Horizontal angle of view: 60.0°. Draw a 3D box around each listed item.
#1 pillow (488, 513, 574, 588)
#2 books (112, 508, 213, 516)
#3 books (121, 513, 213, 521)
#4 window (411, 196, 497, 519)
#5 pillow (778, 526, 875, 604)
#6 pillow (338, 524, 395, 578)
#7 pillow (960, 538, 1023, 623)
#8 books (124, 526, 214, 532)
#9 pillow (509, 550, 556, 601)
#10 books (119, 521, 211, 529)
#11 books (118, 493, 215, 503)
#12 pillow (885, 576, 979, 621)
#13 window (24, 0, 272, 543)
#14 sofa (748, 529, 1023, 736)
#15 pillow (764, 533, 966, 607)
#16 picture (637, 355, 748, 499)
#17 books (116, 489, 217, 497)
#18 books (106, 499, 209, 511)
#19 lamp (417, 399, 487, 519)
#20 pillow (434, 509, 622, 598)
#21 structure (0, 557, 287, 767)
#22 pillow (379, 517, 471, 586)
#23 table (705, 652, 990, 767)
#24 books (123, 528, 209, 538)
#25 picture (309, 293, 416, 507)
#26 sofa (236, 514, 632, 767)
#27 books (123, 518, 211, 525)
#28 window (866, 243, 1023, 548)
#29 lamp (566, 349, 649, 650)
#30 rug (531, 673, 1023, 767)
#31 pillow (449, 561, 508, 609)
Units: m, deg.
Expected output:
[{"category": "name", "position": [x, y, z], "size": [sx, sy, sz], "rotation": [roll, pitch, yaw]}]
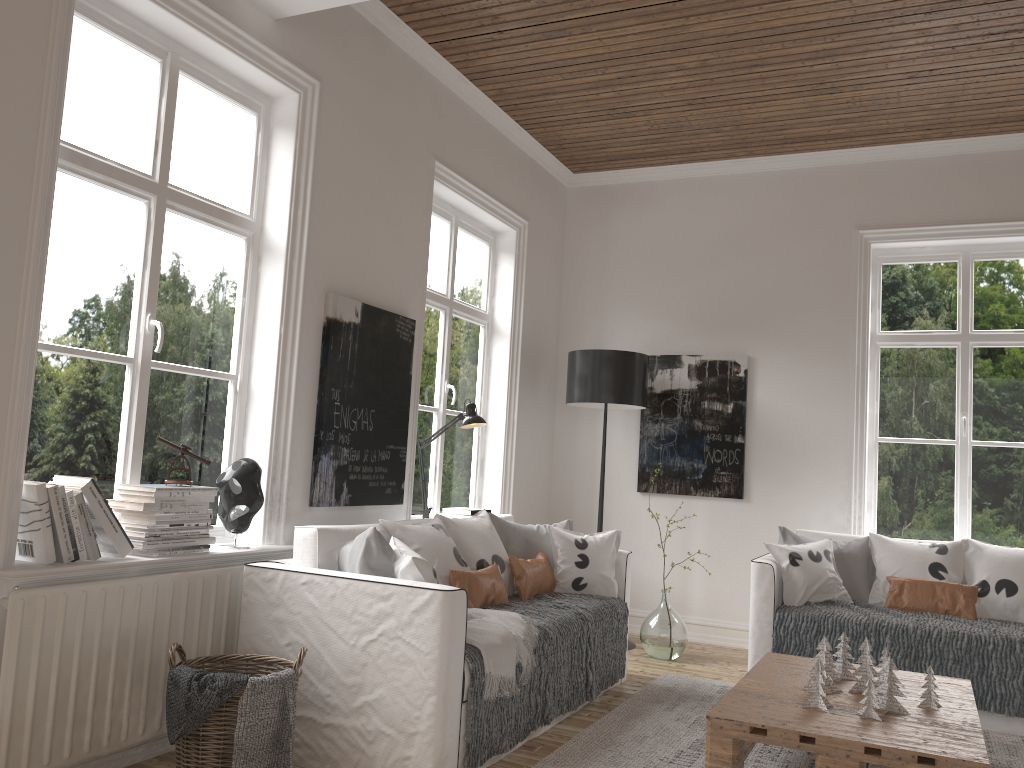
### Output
[{"category": "pillow", "position": [0.079, 0.870, 4.455], "size": [0.546, 0.437, 0.292], "rotation": [7, -6, -31]}, {"category": "books", "position": [-1.221, 0.443, 3.103], "size": [0.182, 0.016, 0.288], "rotation": [1, -6, 25]}, {"category": "books", "position": [-1.205, 0.461, 3.104], "size": [0.167, 0.017, 0.263], "rotation": [1, -6, 25]}, {"category": "window", "position": [-0.367, -0.096, 5.123], "size": [0.120, 1.872, 1.055], "rotation": [1, -6, 25]}, {"category": "pillow", "position": [1.653, 0.981, 4.684], "size": [0.541, 0.431, 0.282], "rotation": [3, -5, -1]}, {"category": "pillow", "position": [-0.504, 0.727, 3.288], "size": [0.282, 0.431, 0.541], "rotation": [3, -5, -1]}, {"category": "pillow", "position": [2.627, 0.977, 4.107], "size": [0.403, 0.450, 1.081], "rotation": [8, -7, -40]}, {"category": "books", "position": [-1.196, 0.500, 3.099], "size": [0.161, 0.013, 0.256], "rotation": [1, -6, 25]}, {"category": "pillow", "position": [0.102, 0.909, 4.196], "size": [0.117, 0.235, 0.414], "rotation": [1, -6, 25]}, {"category": "books", "position": [-1.212, 0.486, 3.084], "size": [0.159, 0.012, 0.285], "rotation": [1, -6, 25]}, {"category": "books", "position": [-1.204, 0.398, 3.098], "size": [0.174, 0.021, 0.273], "rotation": [1, -6, 25]}, {"category": "pillow", "position": [2.047, 1.050, 4.330], "size": [0.420, 0.179, 0.127], "rotation": [1, -6, 27]}, {"category": "window", "position": [-1.279, -0.327, 3.171], "size": [0.120, 1.872, 1.055], "rotation": [1, -6, 25]}, {"category": "sofa", "position": [2.223, 1.181, 4.341], "size": [1.960, 0.776, 0.866], "rotation": [1, -6, 25]}, {"category": "pillow", "position": [1.791, 0.975, 4.527], "size": [1.020, 0.414, 0.417], "rotation": [3, -5, 7]}, {"category": "picture", "position": [1.164, 0.265, 5.734], "size": [0.680, 0.908, 0.041], "rotation": [1, -6, 25]}, {"category": "books", "position": [-1.203, 0.379, 3.098], "size": [0.182, 0.016, 0.288], "rotation": [1, -6, 25]}, {"category": "books", "position": [-1.229, 0.419, 3.084], "size": [0.180, 0.028, 0.296], "rotation": [1, -6, 25]}, {"category": "lamp", "position": [-0.339, 0.426, 4.657], "size": [0.439, 0.703, 0.196], "rotation": [1, -6, 25]}, {"category": "pillow", "position": [0.070, 0.841, 4.256], "size": [1.081, 0.450, 0.403], "rotation": [8, -7, -40]}, {"category": "structure", "position": [-1.167, 1.038, 2.955], "size": [0.095, 0.829, 1.223], "rotation": [1, -6, 25]}, {"category": "pillow", "position": [-0.348, 0.749, 3.425], "size": [0.417, 0.414, 1.020], "rotation": [3, -5, 7]}, {"category": "table", "position": [1.191, 1.247, 3.117], "size": [0.821, 0.300, 1.189], "rotation": [1, -6, 25]}, {"category": "books", "position": [-1.229, 0.512, 3.087], "size": [0.182, 0.016, 0.288], "rotation": [1, -6, 25]}, {"category": "picture", "position": [-0.664, 0.099, 4.055], "size": [0.041, 0.908, 0.680], "rotation": [1, -6, 25]}, {"category": "sofa", "position": [-0.181, 0.992, 3.822], "size": [0.866, 0.776, 1.960], "rotation": [1, -6, 25]}, {"category": "books", "position": [-1.201, 0.475, 3.093], "size": [0.161, 0.012, 0.254], "rotation": [1, -6, 25]}, {"category": "window", "position": [2.678, 0.094, 5.248], "size": [1.055, 1.872, 0.120], "rotation": [1, -6, 25]}, {"category": "lamp", "position": [0.549, 0.691, 5.438], "size": [0.499, 1.754, 0.499], "rotation": [1, -6, 22]}, {"category": "rug", "position": [1.302, 1.398, 3.052], "size": [2.254, 0.003, 2.474], "rotation": [1, -6, 25]}, {"category": "pillow", "position": [-0.135, 0.879, 3.749], "size": [0.116, 0.220, 0.414], "rotation": [1, -6, 26]}]
